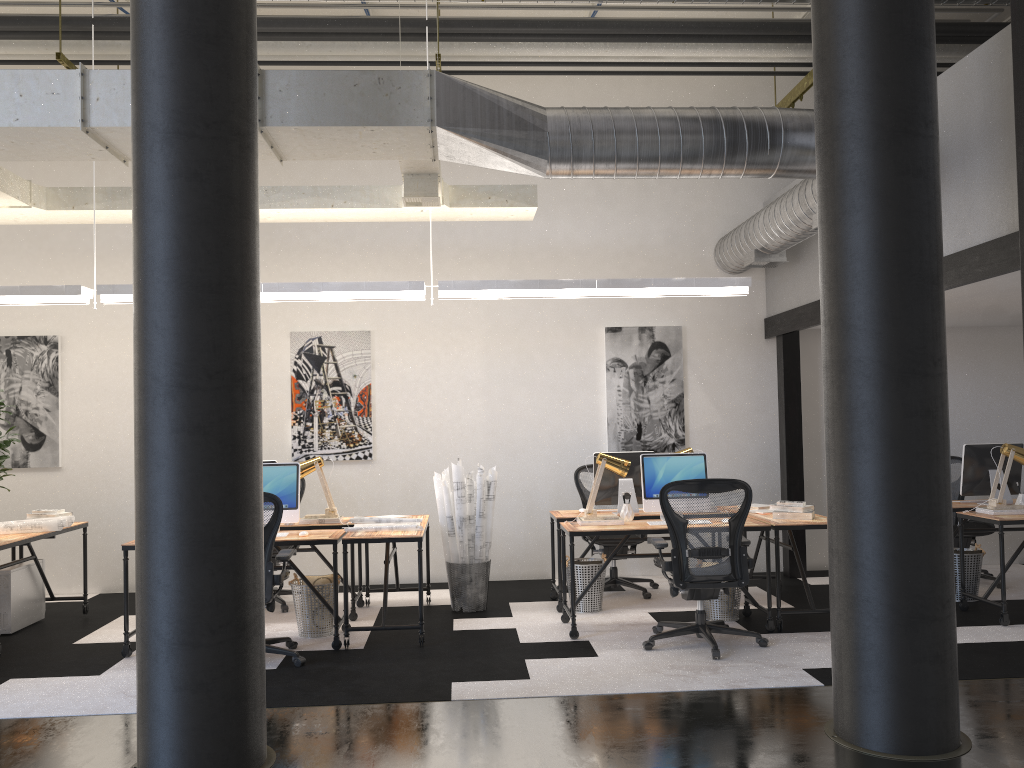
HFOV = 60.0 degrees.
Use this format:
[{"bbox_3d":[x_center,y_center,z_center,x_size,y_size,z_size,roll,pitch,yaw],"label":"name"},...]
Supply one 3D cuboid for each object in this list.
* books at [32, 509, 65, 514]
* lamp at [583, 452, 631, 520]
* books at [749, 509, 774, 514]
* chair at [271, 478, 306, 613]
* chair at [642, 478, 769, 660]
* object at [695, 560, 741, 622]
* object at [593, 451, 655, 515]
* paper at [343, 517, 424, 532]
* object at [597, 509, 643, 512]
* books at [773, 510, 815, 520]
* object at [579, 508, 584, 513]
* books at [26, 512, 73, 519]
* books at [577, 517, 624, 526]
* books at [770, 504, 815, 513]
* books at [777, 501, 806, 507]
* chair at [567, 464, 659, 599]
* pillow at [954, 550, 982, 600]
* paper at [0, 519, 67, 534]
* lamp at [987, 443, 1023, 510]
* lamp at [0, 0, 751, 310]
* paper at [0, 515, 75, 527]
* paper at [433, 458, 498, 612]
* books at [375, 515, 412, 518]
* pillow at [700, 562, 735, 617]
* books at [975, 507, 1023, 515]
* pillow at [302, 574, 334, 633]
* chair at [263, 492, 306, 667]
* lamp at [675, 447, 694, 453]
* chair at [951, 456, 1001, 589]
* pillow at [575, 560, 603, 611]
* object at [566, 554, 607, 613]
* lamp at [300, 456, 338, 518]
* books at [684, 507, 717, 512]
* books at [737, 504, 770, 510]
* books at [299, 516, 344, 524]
[{"bbox_3d":[-3.565,0.980,6.820,0.185,0.030,0.153,-1,-3,-5],"label":"books"},{"bbox_3d":[0.672,0.718,6.275,0.344,0.469,0.126,-1,-2,-3],"label":"lamp"},{"bbox_3d":[1.948,0.977,6.795,0.243,0.019,0.205,0,-3,-26],"label":"books"},{"bbox_3d":[-2.002,1.278,7.317,0.770,1.085,0.793,-1,-2,-20],"label":"chair"},{"bbox_3d":[1.180,1.140,5.736,0.770,1.085,0.793,-1,-2,-20],"label":"chair"},{"bbox_3d":[1.512,1.487,6.431,0.358,0.435,0.353,-1,-2,-7],"label":"object"},{"bbox_3d":[0.878,0.771,6.904,0.483,0.485,0.190,-1,-2,-3],"label":"object"},{"bbox_3d":[-0.913,1.004,6.365,0.568,0.061,0.626,-1,-3,-6],"label":"paper"},{"bbox_3d":[0.896,1.013,7.120,0.439,0.017,0.119,-1,-3,-3],"label":"object"},{"bbox_3d":[2.029,0.941,6.390,0.271,0.050,0.200,-2,-3,24],"label":"books"},{"bbox_3d":[0.567,1.013,7.108,0.059,0.029,0.106,-1,-2,-3],"label":"object"},{"bbox_3d":[-3.564,1.012,6.834,0.257,0.044,0.193,-2,-3,14],"label":"books"},{"bbox_3d":[0.625,0.971,6.293,0.309,0.038,0.225,-1,-3,-3],"label":"books"},{"bbox_3d":[2.025,0.895,6.418,0.257,0.044,0.193,-4,-3,44],"label":"books"},{"bbox_3d":[2.017,0.863,6.406,0.185,0.030,0.153,-2,-3,24],"label":"books"},{"bbox_3d":[0.887,1.226,7.536,0.770,1.085,0.793,-1,-2,-20],"label":"chair"},{"bbox_3d":[3.506,1.476,6.857,0.239,0.406,0.120,-1,-2,-3],"label":"pillow"},{"bbox_3d":[-3.712,1.014,6.138,1.134,0.082,0.083,0,-2,-29],"label":"paper"},{"bbox_3d":[3.607,0.660,6.389,0.344,0.469,0.126,-1,-2,-3],"label":"lamp"},{"bbox_3d":[-1.865,-1.998,6.633,7.301,2.863,0.226,-1,-2,-3],"label":"lamp"},{"bbox_3d":[-3.722,1.022,6.305,1.134,0.082,0.083,1,-3,-39],"label":"paper"},{"bbox_3d":[-0.365,1.166,6.933,0.440,1.197,0.412,0,-2,-25],"label":"paper"},{"bbox_3d":[-0.945,1.047,6.982,0.205,0.019,0.243,-3,-3,34],"label":"books"},{"bbox_3d":[1.512,1.503,6.509,0.239,0.406,0.120,-1,-2,-3],"label":"pillow"},{"bbox_3d":[3.561,0.913,6.407,0.309,0.038,0.225,-1,-3,-3],"label":"books"},{"bbox_3d":[-1.377,1.556,6.290,0.239,0.406,0.120,-1,-2,-3],"label":"pillow"},{"bbox_3d":[-1.708,1.192,5.517,0.770,1.085,0.793,-1,-2,-20],"label":"chair"},{"bbox_3d":[1.376,0.736,7.022,0.344,0.469,0.128,-1,-2,-3],"label":"lamp"},{"bbox_3d":[3.823,1.168,7.650,0.770,1.085,0.793,-1,-2,-20],"label":"chair"},{"bbox_3d":[0.570,1.534,6.743,0.239,0.406,0.120,-1,-2,-3],"label":"pillow"},{"bbox_3d":[0.570,1.524,6.822,0.358,0.435,0.353,-1,-2,-7],"label":"object"},{"bbox_3d":[-1.513,0.789,6.803,0.344,0.469,0.128,-1,-2,-3],"label":"lamp"},{"bbox_3d":[1.434,0.985,6.990,0.309,0.038,0.225,-1,-3,-3],"label":"books"},{"bbox_3d":[1.969,0.989,7.142,0.200,0.024,0.235,0,-3,-30],"label":"books"},{"bbox_3d":[-1.455,1.037,6.771,0.309,0.038,0.225,-1,-3,-3],"label":"books"}]
